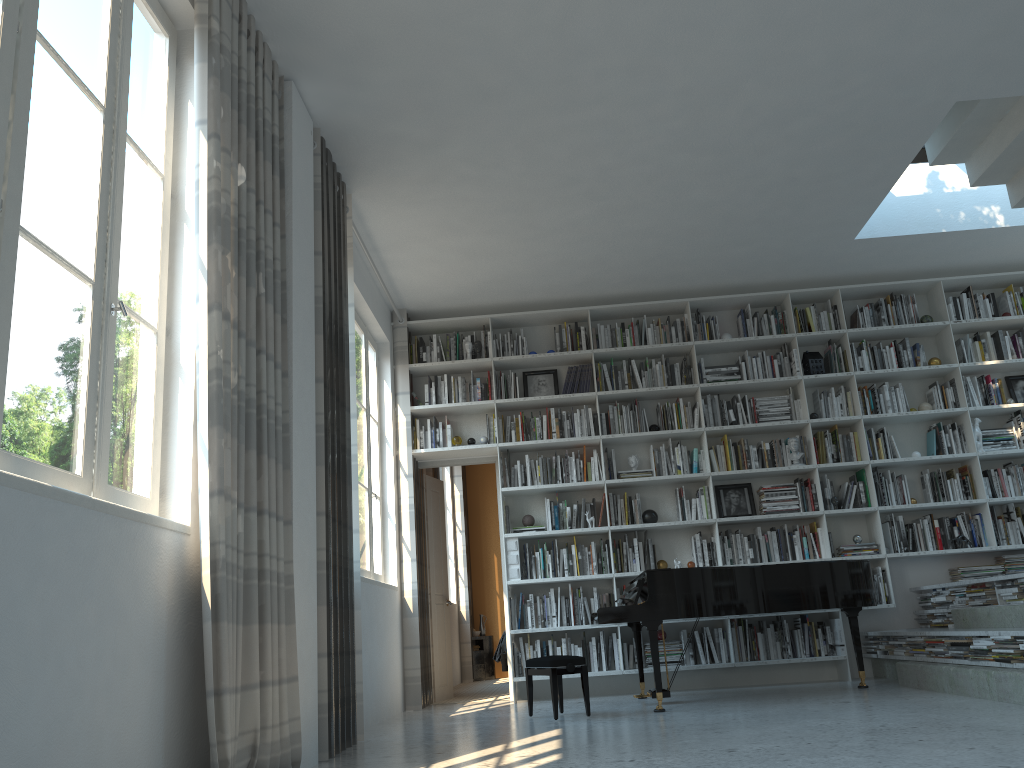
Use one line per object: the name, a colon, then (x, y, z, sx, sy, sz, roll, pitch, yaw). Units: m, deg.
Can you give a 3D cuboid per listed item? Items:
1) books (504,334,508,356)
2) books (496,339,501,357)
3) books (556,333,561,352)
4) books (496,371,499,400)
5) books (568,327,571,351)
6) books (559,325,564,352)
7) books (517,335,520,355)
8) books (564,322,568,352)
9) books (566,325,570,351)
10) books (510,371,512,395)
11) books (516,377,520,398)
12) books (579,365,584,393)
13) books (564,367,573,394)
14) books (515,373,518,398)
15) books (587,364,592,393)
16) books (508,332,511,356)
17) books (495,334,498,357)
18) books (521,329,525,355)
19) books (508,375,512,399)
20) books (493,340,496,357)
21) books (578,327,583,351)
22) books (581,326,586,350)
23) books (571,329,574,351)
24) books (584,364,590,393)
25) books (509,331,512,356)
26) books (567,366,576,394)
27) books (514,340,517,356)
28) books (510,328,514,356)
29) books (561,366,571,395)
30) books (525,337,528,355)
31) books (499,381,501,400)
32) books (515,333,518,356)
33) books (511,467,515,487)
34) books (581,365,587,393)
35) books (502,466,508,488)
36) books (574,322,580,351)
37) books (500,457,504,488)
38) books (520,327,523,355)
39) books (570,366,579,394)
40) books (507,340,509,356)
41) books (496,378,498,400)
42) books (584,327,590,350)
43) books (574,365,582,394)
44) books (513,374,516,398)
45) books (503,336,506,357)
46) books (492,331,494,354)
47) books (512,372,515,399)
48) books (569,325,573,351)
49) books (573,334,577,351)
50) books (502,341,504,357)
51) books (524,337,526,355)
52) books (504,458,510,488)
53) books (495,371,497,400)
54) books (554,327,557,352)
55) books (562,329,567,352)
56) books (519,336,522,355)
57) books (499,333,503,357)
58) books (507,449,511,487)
books: (-0.045, -0.289, 7.642, 0.016, 0.242, 0.156, -4, -16, 2)
books: (-0.110, -0.266, 7.645, 0.032, 0.209, 0.159, -4, -16, 2)
books: (0.400, -0.313, 7.622, 0.028, 0.217, 0.153, -4, -16, 2)
books: (-0.116, 0.049, 7.551, 0.006, 0.286, 0.148, -4, -15, 2)
books: (0.496, -0.344, 7.618, 0.010, 0.262, 0.157, -4, -16, 2)
books: (0.424, -0.345, 7.624, 0.024, 0.279, 0.188, -4, -16, 2)
books: (0.060, -0.287, 7.630, 0.013, 0.219, 0.181, -4, -16, 2)
books: (0.471, -0.362, 7.653, 0.014, 0.320, 0.137, -4, -15, 2)
books: (0.485, -0.349, 7.633, 0.013, 0.282, 0.167, -4, -16, 2)
books: (-0.002, 0.041, 7.542, 0.005, 0.280, 0.191, -4, -16, 2)
books: (0.054, 0.067, 7.522, 0.012, 0.213, 0.186, -4, -16, 2)
books: (0.587, -0.002, 7.541, 0.078, 0.285, 0.174, -4, -16, 2)
books: (0.479, 0.012, 7.544, 0.110, 0.278, 0.174, -4, -16, 2)
books: (0.041, 0.050, 7.535, 0.012, 0.254, 0.167, -4, -16, 2)
books: (0.654, -0.011, 7.526, 0.078, 0.285, 0.174, -4, -16, 2)
books: (-0.016, -0.301, 7.640, 0.016, 0.260, 0.154, -4, -16, 2)
books: (-0.131, -0.288, 7.653, 0.007, 0.258, 0.157, -4, -16, 2)
books: (0.100, -0.319, 7.662, 0.015, 0.292, 0.131, -4, -15, 2)
books: (-0.013, 0.061, 7.539, 0.019, 0.243, 0.154, -4, -16, 2)
books: (-0.141, -0.263, 7.640, 0.017, 0.203, 0.143, -4, -16, 2)
books: (0.588, -0.344, 7.632, 0.022, 0.259, 0.152, -4, -16, 2)
books: (0.614, -0.347, 7.618, 0.031, 0.253, 0.178, -4, -16, 2)
books: (0.520, -0.333, 7.645, 0.013, 0.253, 0.129, -4, -15, 2)
books: (0.632, -0.006, 7.540, 0.078, 0.285, 0.174, -4, -16, 2)
books: (-0.005, -0.307, 7.639, 0.007, 0.271, 0.155, -4, -15, 2)
books: (0.501, 0.005, 7.526, 0.110, 0.278, 0.174, -4, -16, 2)
books: (0.029, -0.266, 7.630, 0.026, 0.182, 0.162, -4, -16, 2)
books: (0.004, -0.316, 7.626, 0.015, 0.278, 0.191, -4, -16, 2)
books: (0.456, 0.011, 7.536, 0.110, 0.278, 0.174, -4, -16, 2)
books: (0.130, -0.283, 7.643, 0.013, 0.209, 0.137, -4, -16, 2)
books: (-0.102, 0.089, 7.543, 0.015, 0.206, 0.173, -4, -16, 2)
books: (0.046, -0.300, 7.644, 0.013, 0.252, 0.129, -4, -15, 2)
books: (0.011, 0.795, 7.331, 0.037, 0.181, 0.189, -4, -16, 2)
books: (0.610, -0.003, 7.545, 0.078, 0.285, 0.174, -4, -16, 2)
books: (-0.056, 0.791, 7.349, 0.026, 0.208, 0.155, -4, -16, 2)
books: (0.562, -0.367, 7.615, 0.025, 0.296, 0.164, -4, -15, 2)
books: (-0.077, 0.759, 7.369, 0.012, 0.284, 0.160, -4, -15, 2)
books: (0.088, -0.325, 7.652, 0.007, 0.300, 0.146, -5, -15, 2)
books: (0.524, 0.008, 7.542, 0.110, 0.278, 0.174, -4, -16, 2)
books: (-0.028, -0.263, 7.644, 0.014, 0.192, 0.147, -4, -16, 2)
books: (-0.121, 0.082, 7.567, 0.006, 0.232, 0.136, -5, -16, 2)
books: (0.651, -0.345, 7.631, 0.039, 0.251, 0.147, -4, -16, 2)
books: (0.553, -0.002, 7.522, 0.097, 0.281, 0.174, -4, -16, 2)
books: (0.029, 0.054, 7.536, 0.011, 0.249, 0.168, -4, -16, 2)
books: (-0.059, -0.280, 7.636, 0.013, 0.224, 0.177, -4, -16, 2)
books: (-0.155, -0.298, 7.659, 0.007, 0.284, 0.160, -4, -15, 2)
books: (0.012, 0.049, 7.529, 0.023, 0.257, 0.184, -4, -16, 2)
books: (0.506, -0.350, 7.620, 0.011, 0.273, 0.184, -4, -16, 2)
books: (0.541, -0.310, 7.612, 0.027, 0.189, 0.178, -4, -16, 2)
books: (-0.072, -0.260, 7.648, 0.017, 0.193, 0.129, -4, -16, 2)
books: (0.116, -0.281, 7.633, 0.014, 0.201, 0.171, -4, -16, 2)
books: (-0.036, 0.757, 7.340, 0.027, 0.265, 0.176, -4, -16, 2)
books: (-0.131, 0.044, 7.542, 0.005, 0.292, 0.184, -4, -16, 2)
books: (0.379, -0.336, 7.642, 0.013, 0.277, 0.151, -4, -15, 2)
books: (0.451, -0.333, 7.618, 0.028, 0.248, 0.156, -4, -16, 2)
books: (0.076, -0.288, 7.622, 0.021, 0.213, 0.174, -4, -16, 2)
books: (-0.089, -0.289, 7.642, 0.012, 0.248, 0.180, -4, -16, 2)
books: (-0.019, 0.723, 7.345, 0.012, 0.332, 0.185, -4, -15, 2)
